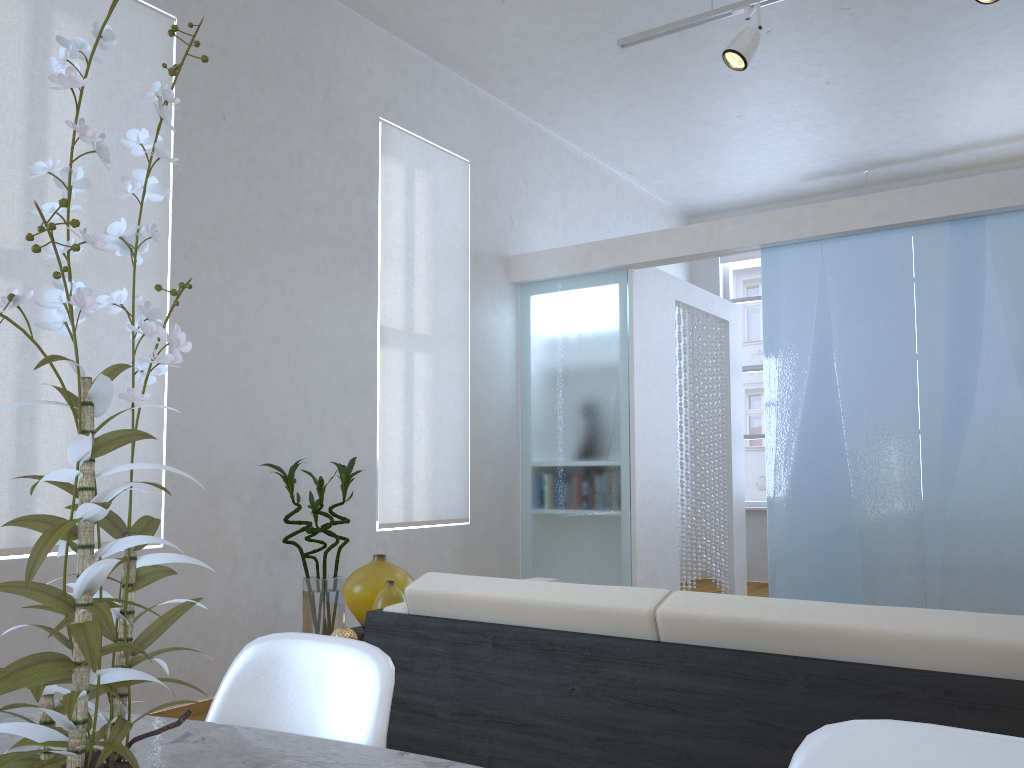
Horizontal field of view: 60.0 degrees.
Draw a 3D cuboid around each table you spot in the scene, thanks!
[{"bbox_3d":[-0.300,0.612,0.329,1.911,0.621,1.072,-4,-7,33],"label":"table"}]

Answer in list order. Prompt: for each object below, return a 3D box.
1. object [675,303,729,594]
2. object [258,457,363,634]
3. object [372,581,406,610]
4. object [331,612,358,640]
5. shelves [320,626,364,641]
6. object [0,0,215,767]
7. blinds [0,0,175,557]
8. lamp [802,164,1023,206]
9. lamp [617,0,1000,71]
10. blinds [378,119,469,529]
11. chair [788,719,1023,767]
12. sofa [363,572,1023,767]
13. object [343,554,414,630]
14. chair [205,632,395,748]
[{"bbox_3d":[1.288,0.498,6.013,0.051,2.011,0.924,-3,-5,34],"label":"object"},{"bbox_3d":[-0.862,0.799,3.763,0.380,0.978,0.485,-1,-5,6],"label":"object"},{"bbox_3d":[-0.324,0.605,2.358,0.096,0.160,0.096,1,-5,-15],"label":"object"},{"bbox_3d":[-0.415,0.615,2.184,0.071,0.104,0.071,2,-5,-29],"label":"object"},{"bbox_3d":[-0.329,0.921,2.452,0.349,0.450,0.731,-3,-6,34],"label":"shelves"},{"bbox_3d":[-0.286,0.010,0.563,0.202,0.637,0.166,2,-5,-28],"label":"object"},{"bbox_3d":[-1.573,-0.461,3.185,0.007,2.105,0.763,-3,-5,34],"label":"blinds"},{"bbox_3d":[3.632,-1.455,6.240,3.121,0.485,0.198,-4,-6,32],"label":"lamp"},{"bbox_3d":[1.826,-1.731,3.566,3.120,0.485,0.205,-4,-6,31],"label":"lamp"},{"bbox_3d":[-0.464,-0.292,4.827,0.007,2.106,0.763,-3,-5,34],"label":"blinds"},{"bbox_3d":[0.218,0.414,0.479,0.406,0.351,0.420,-4,-7,37],"label":"chair"},{"bbox_3d":[1.131,0.799,2.315,5.342,0.677,9.741,-4,-7,34],"label":"sofa"},{"bbox_3d":[-0.377,0.595,2.521,0.207,0.215,0.207,1,-5,-15],"label":"object"},{"bbox_3d":[-0.333,0.458,0.876,0.406,0.351,0.420,-4,-6,33],"label":"chair"}]
